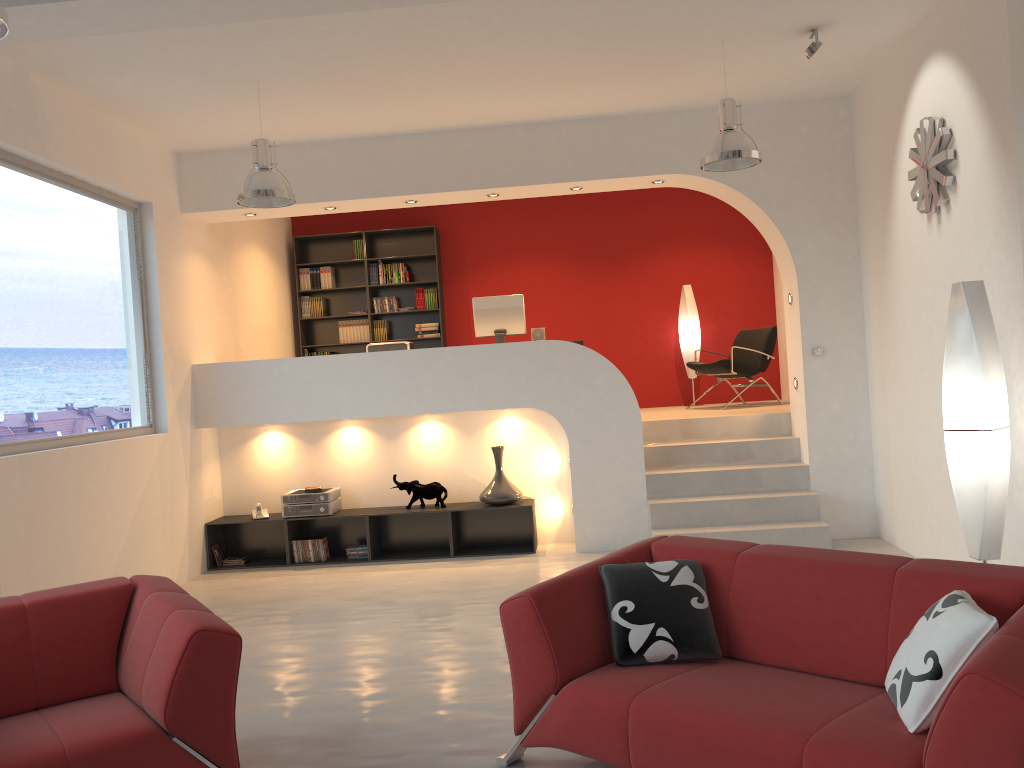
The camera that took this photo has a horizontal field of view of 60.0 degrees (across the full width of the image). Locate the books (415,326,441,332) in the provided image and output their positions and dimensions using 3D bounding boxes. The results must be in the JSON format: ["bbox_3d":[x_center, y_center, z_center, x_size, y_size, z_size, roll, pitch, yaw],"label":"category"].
[{"bbox_3d":[-0.962,-0.625,10.152,0.260,0.040,0.200,-4,0,3],"label":"books"}]

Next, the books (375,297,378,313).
[{"bbox_3d":[-1.549,-0.899,10.226,0.031,0.190,0.135,-4,0,4],"label":"books"}]

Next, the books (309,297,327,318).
[{"bbox_3d":[-2.243,-0.878,10.266,0.146,0.240,0.170,-4,0,4],"label":"books"}]

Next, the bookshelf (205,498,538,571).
[{"bbox_3d":[-1.180,1.280,7.565,2.764,0.397,0.405,-4,0,4],"label":"bookshelf"}]

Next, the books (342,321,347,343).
[{"bbox_3d":[-1.912,-0.593,10.235,0.040,0.260,0.200,-4,0,4],"label":"books"}]

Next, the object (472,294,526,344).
[{"bbox_3d":[-0.108,-0.555,7.887,0.458,0.452,0.230,-4,0,4],"label":"object"}]

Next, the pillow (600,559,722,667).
[{"bbox_3d":[0.553,0.853,3.330,0.402,0.343,0.288,-4,0,-3],"label":"pillow"}]

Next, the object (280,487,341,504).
[{"bbox_3d":[-1.721,0.958,7.604,0.430,0.077,0.349,-4,0,4],"label":"object"}]

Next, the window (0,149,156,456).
[{"bbox_3d":[-2.971,-0.492,5.724,0.100,1.800,2.400,-4,0,4],"label":"window"}]

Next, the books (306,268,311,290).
[{"bbox_3d":[-2.327,-1.200,10.256,0.040,0.260,0.200,-4,0,4],"label":"books"}]

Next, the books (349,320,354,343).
[{"bbox_3d":[-1.831,-0.598,10.230,0.040,0.260,0.200,-4,0,4],"label":"books"}]

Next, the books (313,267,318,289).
[{"bbox_3d":[-2.246,-1.205,10.250,0.040,0.260,0.200,-4,0,4],"label":"books"}]

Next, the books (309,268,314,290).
[{"bbox_3d":[-2.287,-1.202,10.253,0.040,0.260,0.200,-4,0,4],"label":"books"}]

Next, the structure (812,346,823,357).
[{"bbox_3d":[2.431,-0.259,7.050,0.080,0.080,0.016,-4,0,4],"label":"structure"}]

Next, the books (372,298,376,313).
[{"bbox_3d":[-1.579,-0.897,10.228,0.031,0.190,0.135,-4,0,4],"label":"books"}]

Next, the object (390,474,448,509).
[{"bbox_3d":[-0.788,0.907,7.558,0.507,0.296,0.191,-4,1,20],"label":"object"}]

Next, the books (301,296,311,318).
[{"bbox_3d":[-2.363,-0.878,10.275,0.090,0.256,0.181,-4,0,4],"label":"books"}]

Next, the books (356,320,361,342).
[{"bbox_3d":[-1.751,-0.604,10.224,0.040,0.260,0.200,-4,0,4],"label":"books"}]

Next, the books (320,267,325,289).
[{"bbox_3d":[-2.165,-1.210,10.245,0.040,0.260,0.200,-4,0,4],"label":"books"}]

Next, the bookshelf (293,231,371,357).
[{"bbox_3d":[-2.001,-0.600,10.209,0.816,2.213,0.305,-4,0,4],"label":"bookshelf"}]

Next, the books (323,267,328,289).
[{"bbox_3d":[-2.125,-1.213,10.242,0.040,0.260,0.200,-4,0,4],"label":"books"}]

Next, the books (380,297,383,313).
[{"bbox_3d":[-1.489,-0.903,10.222,0.031,0.190,0.135,-4,0,4],"label":"books"}]

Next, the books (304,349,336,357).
[{"bbox_3d":[-2.200,-0.270,10.248,0.341,0.286,0.231,-4,0,4],"label":"books"}]

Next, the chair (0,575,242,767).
[{"bbox_3d":[-1.646,1.177,3.117,1.288,0.738,0.951,-4,1,-36],"label":"chair"}]

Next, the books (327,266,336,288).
[{"bbox_3d":[-2.084,-1.215,10.239,0.040,0.260,0.200,-4,0,4],"label":"books"}]

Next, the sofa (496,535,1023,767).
[{"bbox_3d":[0.907,1.009,2.992,1.929,0.738,0.951,-3,1,44],"label":"sofa"}]

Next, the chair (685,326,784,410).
[{"bbox_3d":[2.253,-0.162,9.094,0.768,0.795,0.664,-4,1,-21],"label":"chair"}]

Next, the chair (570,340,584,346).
[{"bbox_3d":[0.368,-0.038,9.167,0.664,0.795,0.768,-4,1,24],"label":"chair"}]

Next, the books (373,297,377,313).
[{"bbox_3d":[-1.564,-0.898,10.227,0.031,0.190,0.135,-4,0,4],"label":"books"}]

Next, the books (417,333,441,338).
[{"bbox_3d":[-0.934,-0.547,10.156,0.260,0.040,0.200,-4,0,5],"label":"books"}]

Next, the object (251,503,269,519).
[{"bbox_3d":[-2.145,1.077,7.548,0.130,0.117,0.146,-4,1,-21],"label":"object"}]

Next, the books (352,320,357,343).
[{"bbox_3d":[-1.791,-0.601,10.227,0.040,0.260,0.200,-4,0,4],"label":"books"}]

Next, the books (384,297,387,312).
[{"bbox_3d":[-1.444,-0.906,10.219,0.031,0.190,0.135,-4,0,4],"label":"books"}]

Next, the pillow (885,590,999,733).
[{"bbox_3d":[1.266,0.811,2.633,0.288,0.343,0.402,-4,0,11],"label":"pillow"}]

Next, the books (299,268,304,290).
[{"bbox_3d":[-2.407,-1.194,10.262,0.040,0.260,0.200,-4,0,4],"label":"books"}]

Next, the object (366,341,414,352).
[{"bbox_3d":[-1.079,-0.266,8.038,0.397,0.217,0.458,-4,0,4],"label":"object"}]

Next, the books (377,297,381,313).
[{"bbox_3d":[-1.519,-0.901,10.224,0.031,0.190,0.135,-4,0,4],"label":"books"}]

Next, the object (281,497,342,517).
[{"bbox_3d":[-1.715,1.056,7.597,0.430,0.100,0.365,-4,0,4],"label":"object"}]

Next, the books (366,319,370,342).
[{"bbox_3d":[-1.629,-0.612,10.215,0.040,0.260,0.200,-4,0,4],"label":"books"}]

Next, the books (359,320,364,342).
[{"bbox_3d":[-1.710,-0.606,10.221,0.040,0.260,0.200,-4,0,4],"label":"books"}]

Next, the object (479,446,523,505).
[{"bbox_3d":[-0.104,0.769,7.485,0.369,0.481,0.369,-4,1,-31],"label":"object"}]

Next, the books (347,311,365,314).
[{"bbox_3d":[-1.793,-0.825,10.244,0.190,0.015,0.135,-4,0,4],"label":"books"}]

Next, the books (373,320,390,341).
[{"bbox_3d":[-1.502,-0.610,10.218,0.146,0.240,0.170,-4,0,4],"label":"books"}]

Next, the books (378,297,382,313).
[{"bbox_3d":[-1.504,-0.902,10.223,0.031,0.190,0.135,-4,0,4],"label":"books"}]

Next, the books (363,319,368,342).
[{"bbox_3d":[-1.669,-0.609,10.218,0.040,0.260,0.200,-4,0,4],"label":"books"}]

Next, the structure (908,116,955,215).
[{"bbox_3d":[2.588,-1.355,5.513,0.090,0.596,0.596,-4,0,4],"label":"structure"}]

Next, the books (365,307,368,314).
[{"bbox_3d":[-1.654,-0.890,10.234,0.063,0.187,0.135,-4,0,4],"label":"books"}]

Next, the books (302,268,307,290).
[{"bbox_3d":[-2.367,-1.197,10.259,0.040,0.260,0.200,-4,0,4],"label":"books"}]

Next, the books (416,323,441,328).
[{"bbox_3d":[-0.955,-0.666,10.143,0.260,0.040,0.200,-4,0,4],"label":"books"}]

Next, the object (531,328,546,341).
[{"bbox_3d":[0.234,-0.425,7.915,0.133,0.147,0.151,-4,0,-13],"label":"object"}]

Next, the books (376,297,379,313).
[{"bbox_3d":[-1.534,-0.900,10.225,0.031,0.190,0.135,-4,0,4],"label":"books"}]

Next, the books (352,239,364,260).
[{"bbox_3d":[-1.740,-1.530,10.223,0.146,0.240,0.170,-4,0,4],"label":"books"}]

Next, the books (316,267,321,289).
[{"bbox_3d":[-2.206,-1.208,10.248,0.040,0.260,0.200,-4,0,4],"label":"books"}]

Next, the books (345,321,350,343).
[{"bbox_3d":[-1.871,-0.596,10.232,0.040,0.260,0.200,-4,0,4],"label":"books"}]

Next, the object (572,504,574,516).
[{"bbox_3d":[0.516,1.066,7.525,0.011,0.105,0.105,-4,0,4],"label":"object"}]

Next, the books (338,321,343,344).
[{"bbox_3d":[-1.952,-0.590,10.238,0.040,0.260,0.200,-4,0,4],"label":"books"}]

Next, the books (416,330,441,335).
[{"bbox_3d":[-0.955,-0.586,10.154,0.260,0.040,0.200,-4,0,4],"label":"books"}]

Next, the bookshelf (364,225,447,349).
[{"bbox_3d":[-1.188,-0.653,10.152,0.816,2.213,0.305,-4,0,4],"label":"bookshelf"}]

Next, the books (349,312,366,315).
[{"bbox_3d":[-1.773,-0.811,10.243,0.190,0.015,0.135,-4,0,4],"label":"books"}]
